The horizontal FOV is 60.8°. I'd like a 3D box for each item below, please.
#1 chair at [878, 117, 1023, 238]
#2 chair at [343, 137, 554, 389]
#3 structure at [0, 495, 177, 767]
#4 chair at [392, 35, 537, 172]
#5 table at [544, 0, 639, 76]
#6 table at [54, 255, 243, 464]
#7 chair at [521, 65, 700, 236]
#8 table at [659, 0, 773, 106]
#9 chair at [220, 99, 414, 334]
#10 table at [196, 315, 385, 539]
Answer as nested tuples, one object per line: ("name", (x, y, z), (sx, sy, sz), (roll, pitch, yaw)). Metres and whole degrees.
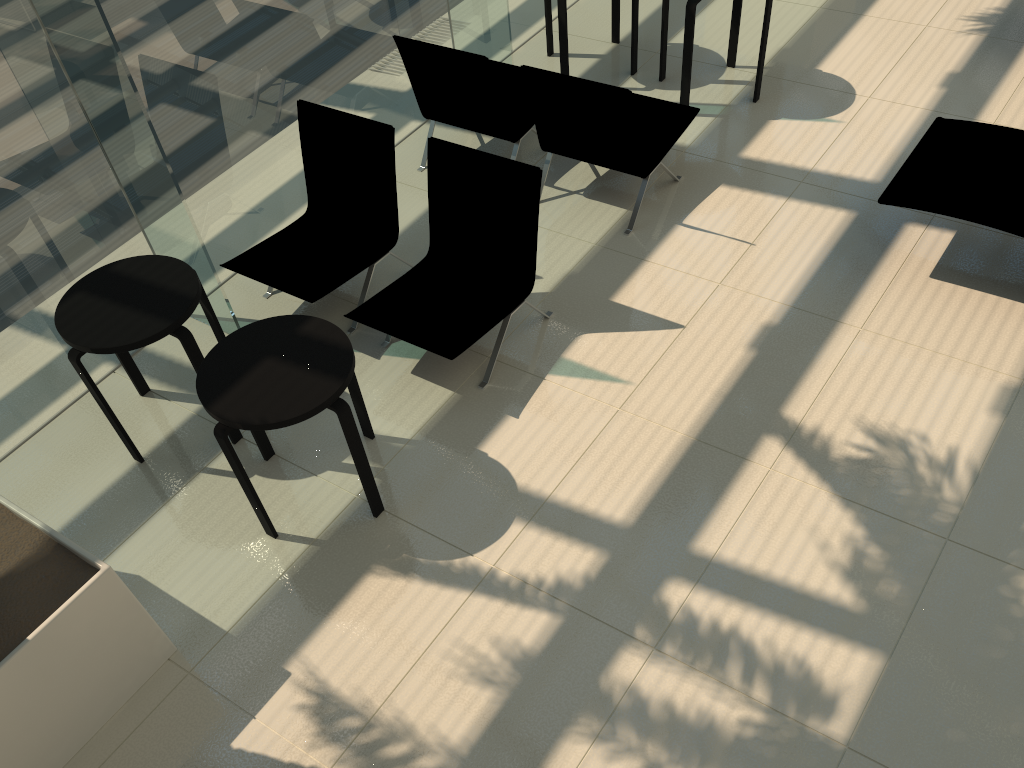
("chair", (2.994, -1.004, 4.257), (1.980, 1.254, 0.870), (23, 55, 24))
("chair", (-0.346, -0.570, 4.530), (0.695, 0.963, 0.838), (25, 56, 26))
("structure", (-2.650, -1.126, 0.937), (4.439, 7.598, 4.428), (6, 49, 12))
("chair", (-0.147, -1.930, 5.655), (0.695, 0.963, 0.838), (25, 56, 26))
("table", (0.567, -2.707, 6.298), (0.676, 0.846, 0.626), (-17, 49, -8))
("table", (-1.778, -0.115, 4.413), (0.680, 0.846, 0.622), (-10, 48, -2))
("chair", (0.622, -1.618, 5.289), (0.695, 0.963, 0.838), (25, 56, 26))
("table", (1.366, -2.381, 5.918), (0.676, 0.846, 0.626), (-17, 49, -8))
("chair", (-1.115, -0.883, 4.895), (0.695, 0.963, 0.838), (25, 56, 26))
("table", (-0.978, 0.210, 4.033), (0.680, 0.846, 0.622), (-10, 48, -2))
